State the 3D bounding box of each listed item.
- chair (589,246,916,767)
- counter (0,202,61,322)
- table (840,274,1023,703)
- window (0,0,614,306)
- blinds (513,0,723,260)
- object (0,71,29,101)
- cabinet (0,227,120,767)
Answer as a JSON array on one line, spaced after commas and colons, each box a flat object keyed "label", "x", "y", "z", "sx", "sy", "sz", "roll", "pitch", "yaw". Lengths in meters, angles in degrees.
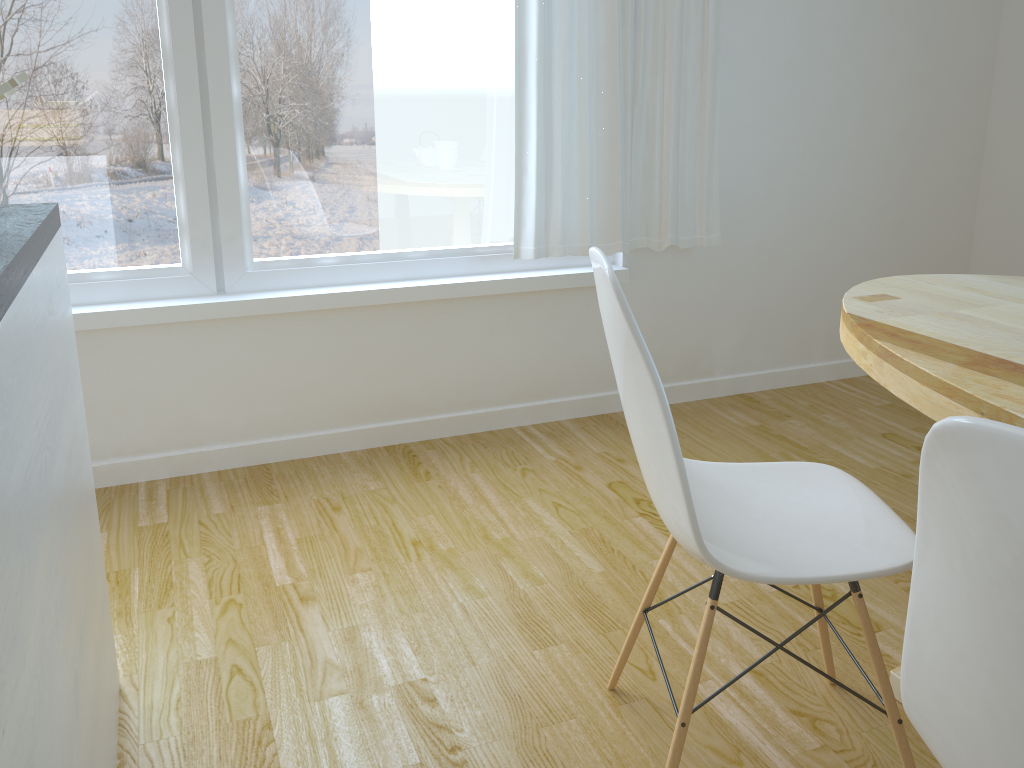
[{"label": "chair", "x": 0.387, "y": 0.229, "z": 1.437, "sx": 0.523, "sy": 0.887, "sz": 0.437, "roll": -1, "pitch": 15, "yaw": -2}, {"label": "counter", "x": -0.604, "y": 0.086, "z": 0.339, "sx": 0.602, "sy": 0.039, "sz": 2.435, "roll": -7, "pitch": 19, "yaw": -21}, {"label": "table", "x": 1.300, "y": 0.409, "z": 1.148, "sx": 1.196, "sy": 0.714, "sz": 2.220, "roll": -7, "pitch": 19, "yaw": -22}, {"label": "window", "x": -0.909, "y": -1.201, "z": 2.515, "sx": 2.733, "sy": 1.889, "sz": 0.089, "roll": -7, "pitch": 16, "yaw": -21}, {"label": "blinds", "x": 0.382, "y": -1.475, "z": 2.777, "sx": 0.796, "sy": 2.126, "sz": 0.152, "roll": -6, "pitch": 16, "yaw": -21}, {"label": "object", "x": -0.937, "y": -0.318, "z": 1.198, "sx": 0.378, "sy": 0.211, "sz": 0.437, "roll": 2, "pitch": 17, "yaw": 6}, {"label": "cabinet", "x": -0.604, "y": 0.538, "z": 0.457, "sx": 0.602, "sy": 0.895, "sz": 2.435, "roll": -6, "pitch": 18, "yaw": -21}]
